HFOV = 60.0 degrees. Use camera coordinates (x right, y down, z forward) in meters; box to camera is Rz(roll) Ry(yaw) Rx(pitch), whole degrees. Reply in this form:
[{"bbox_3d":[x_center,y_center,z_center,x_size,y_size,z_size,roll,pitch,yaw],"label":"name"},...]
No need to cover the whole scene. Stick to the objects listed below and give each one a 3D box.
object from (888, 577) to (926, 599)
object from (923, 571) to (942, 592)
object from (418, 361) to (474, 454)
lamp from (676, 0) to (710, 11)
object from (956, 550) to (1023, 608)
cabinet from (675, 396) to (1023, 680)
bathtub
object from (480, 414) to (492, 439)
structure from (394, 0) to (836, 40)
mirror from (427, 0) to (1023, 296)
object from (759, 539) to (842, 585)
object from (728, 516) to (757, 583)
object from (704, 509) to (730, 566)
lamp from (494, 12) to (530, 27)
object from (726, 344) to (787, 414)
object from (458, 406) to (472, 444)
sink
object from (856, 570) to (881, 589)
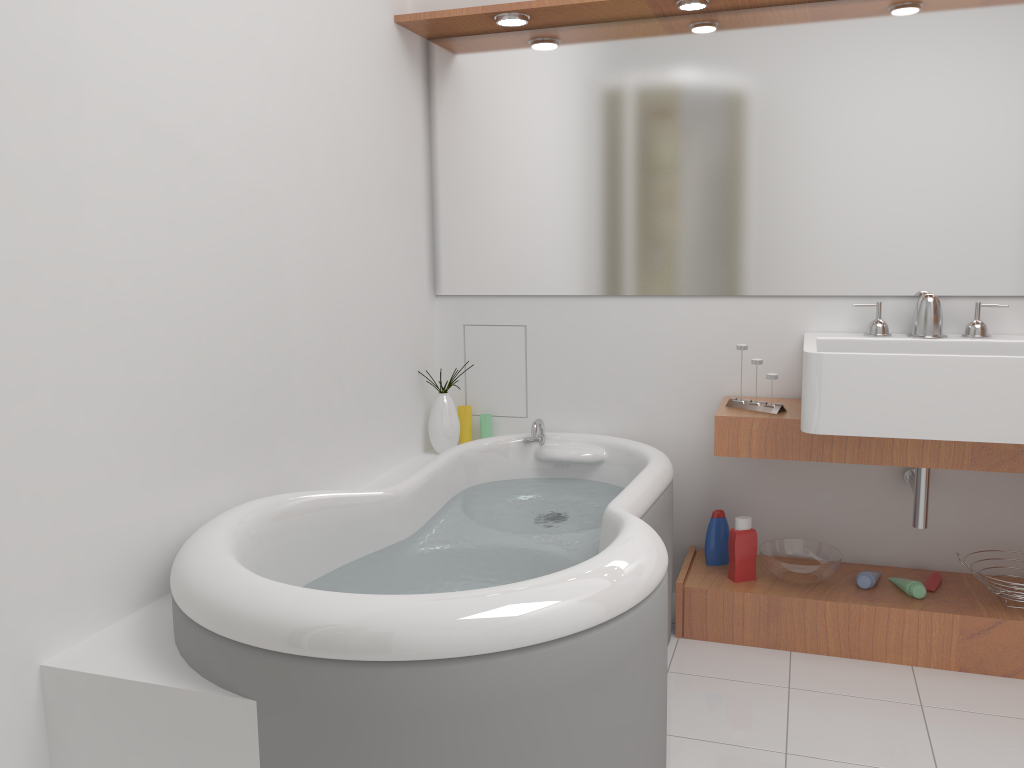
[{"bbox_3d":[1.198,0.599,2.687,0.059,0.052,0.187,-1,9,2],"label":"object"},{"bbox_3d":[1.284,0.607,2.711,0.042,0.037,0.133,6,11,37],"label":"object"},{"bbox_3d":[-0.225,0.091,3.129,0.215,0.326,0.154,-9,12,-40],"label":"object"},{"bbox_3d":[0.540,-1.136,2.651,0.098,0.018,0.098,6,11,38],"label":"lamp"},{"bbox_3d":[1.466,0.571,2.566,0.291,0.126,0.291,-5,10,-23],"label":"object"},{"bbox_3d":[1.335,0.445,2.619,1.635,0.719,0.355,2,9,18],"label":"cabinet"},{"bbox_3d":[-0.065,0.548,2.317,1.055,0.674,1.863,2,9,18],"label":"bathtub"},{"bbox_3d":[-0.095,0.175,3.214,0.038,0.133,0.038,-8,11,-37],"label":"object"},{"bbox_3d":[0.875,-1.255,2.556,2.606,0.240,0.287,2,9,18],"label":"structure"},{"bbox_3d":[0.928,-0.722,2.763,2.600,0.887,0.022,2,9,18],"label":"mirror"},{"bbox_3d":[0.899,0.566,2.770,0.245,0.090,0.245,-2,9,-10],"label":"object"},{"bbox_3d":[0.720,0.517,2.768,0.079,0.207,0.046,-4,9,-16],"label":"object"},{"bbox_3d":[0.675,0.504,2.905,0.092,0.190,0.044,-3,9,-14],"label":"object"},{"bbox_3d":[0.000,-1.150,2.797,0.113,0.021,0.113,-3,9,-10],"label":"lamp"},{"bbox_3d":[0.744,-0.022,2.700,0.059,0.203,0.182,-9,12,-40],"label":"object"},{"bbox_3d":[-0.171,0.160,3.237,0.047,0.162,0.047,8,12,44],"label":"object"},{"bbox_3d":[1.168,0.092,2.522,0.657,0.673,0.552,2,9,18],"label":"sink"},{"bbox_3d":[1.108,0.590,2.757,0.059,0.052,0.187,4,10,29],"label":"object"}]
